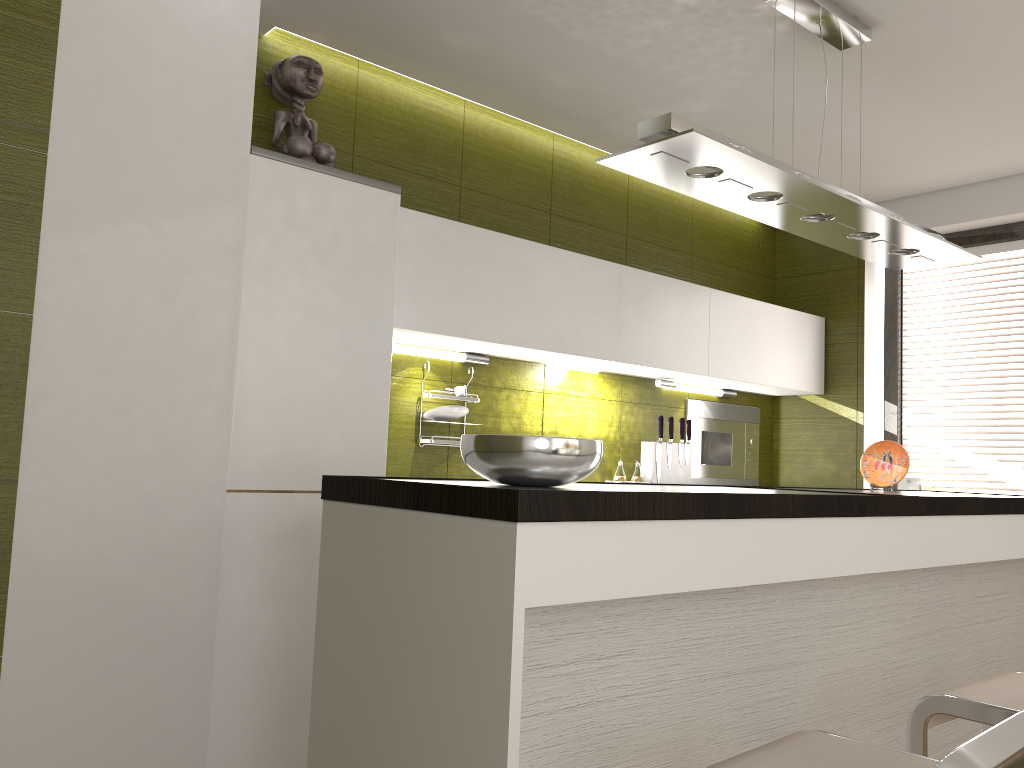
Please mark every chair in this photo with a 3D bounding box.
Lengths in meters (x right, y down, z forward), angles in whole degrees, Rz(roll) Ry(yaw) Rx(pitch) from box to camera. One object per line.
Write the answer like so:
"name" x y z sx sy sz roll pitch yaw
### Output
"chair" 1.115 0.962 1.824 0.418 0.857 0.460 7 -7 -40
"chair" 0.476 0.887 1.273 0.460 0.857 0.418 -3 -7 44

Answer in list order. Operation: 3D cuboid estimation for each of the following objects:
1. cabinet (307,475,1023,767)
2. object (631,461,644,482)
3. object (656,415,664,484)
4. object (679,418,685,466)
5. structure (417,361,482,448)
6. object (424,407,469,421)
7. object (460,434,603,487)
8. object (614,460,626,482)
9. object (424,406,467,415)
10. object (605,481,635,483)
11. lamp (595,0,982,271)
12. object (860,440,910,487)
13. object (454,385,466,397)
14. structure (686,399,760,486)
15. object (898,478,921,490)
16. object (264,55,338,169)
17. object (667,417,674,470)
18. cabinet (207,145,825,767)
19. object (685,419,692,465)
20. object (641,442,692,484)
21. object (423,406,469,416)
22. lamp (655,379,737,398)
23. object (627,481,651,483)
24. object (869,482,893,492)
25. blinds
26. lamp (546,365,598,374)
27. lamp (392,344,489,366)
"cabinet" 0.884 0.885 2.629 2.947 1.134 0.663 7 -7 -41
"object" 0.601 0.427 4.239 0.059 0.121 0.059 1 -5 16
"object" 0.709 0.320 4.279 0.046 0.339 0.013 7 -7 -40
"object" 0.839 0.287 4.393 0.036 0.243 0.013 7 -7 -40
"structure" -0.244 0.088 3.591 0.266 0.346 0.110 7 -7 -41
"object" -0.262 0.121 3.529 0.181 0.052 0.173 7 -7 -41
"object" 0.042 0.171 1.946 0.311 0.105 0.311 5 -6 -28
"object" 0.505 0.414 4.140 0.059 0.121 0.059 2 -5 5
"object" -0.262 0.118 3.530 0.181 0.052 0.173 7 -7 -41
"object" 0.502 0.469 4.135 0.107 0.032 0.107 7 -7 -40
"lamp" 0.975 -0.860 2.817 1.677 0.683 0.326 7 -7 -41
"object" 1.401 0.300 3.334 0.055 0.178 0.184 7 -7 -44
"object" -0.215 0.032 3.633 0.046 0.053 0.051 3 -5 -9
"structure" 1.164 0.342 4.856 0.663 0.469 0.015 7 -7 -41
"object" 2.049 0.569 4.573 0.106 0.169 0.057 -2 -7 44
"object" -0.721 -0.916 3.072 0.195 0.488 0.304 7 -7 -43
"object" 0.771 0.290 4.334 0.042 0.264 0.013 7 -7 -40
"cabinet" 0.257 0.496 3.937 3.471 2.089 0.724 7 -7 -41
"object" 0.877 0.291 4.426 0.040 0.231 0.013 7 -7 -40
"object" 0.761 0.404 4.373 0.293 0.227 0.107 7 -7 -40
"object" -0.263 0.115 3.531 0.181 0.052 0.173 7 -7 -41
"lamp" 0.979 0.028 4.667 0.716 0.041 0.095 7 -7 -41
"object" 0.599 0.482 4.234 0.107 0.032 0.107 5 -6 -29
"object" 1.399 0.337 3.329 0.088 0.131 0.072 -3 -7 44
"blinds" 2.912 -2.209 8.777 16.000 12.704 9.030 3 -5 -1
"lamp" 0.283 -0.069 4.126 0.334 0.008 0.008 7 -7 -41
"lamp" -0.380 -0.130 3.535 0.715 0.041 0.041 7 -7 -41
